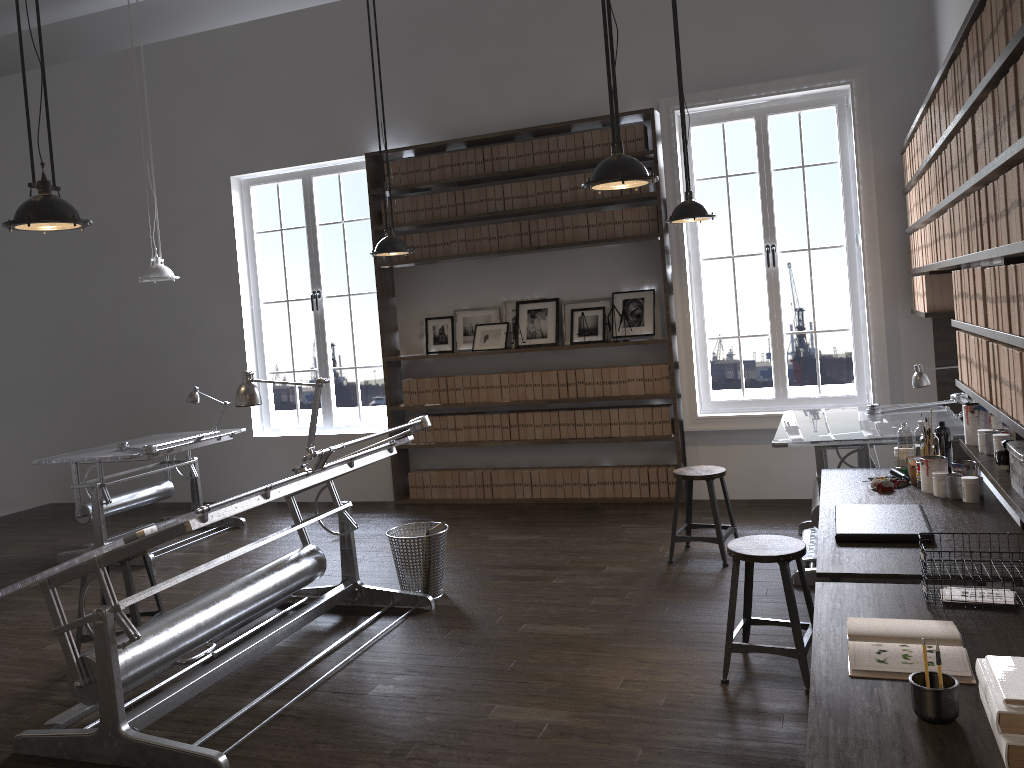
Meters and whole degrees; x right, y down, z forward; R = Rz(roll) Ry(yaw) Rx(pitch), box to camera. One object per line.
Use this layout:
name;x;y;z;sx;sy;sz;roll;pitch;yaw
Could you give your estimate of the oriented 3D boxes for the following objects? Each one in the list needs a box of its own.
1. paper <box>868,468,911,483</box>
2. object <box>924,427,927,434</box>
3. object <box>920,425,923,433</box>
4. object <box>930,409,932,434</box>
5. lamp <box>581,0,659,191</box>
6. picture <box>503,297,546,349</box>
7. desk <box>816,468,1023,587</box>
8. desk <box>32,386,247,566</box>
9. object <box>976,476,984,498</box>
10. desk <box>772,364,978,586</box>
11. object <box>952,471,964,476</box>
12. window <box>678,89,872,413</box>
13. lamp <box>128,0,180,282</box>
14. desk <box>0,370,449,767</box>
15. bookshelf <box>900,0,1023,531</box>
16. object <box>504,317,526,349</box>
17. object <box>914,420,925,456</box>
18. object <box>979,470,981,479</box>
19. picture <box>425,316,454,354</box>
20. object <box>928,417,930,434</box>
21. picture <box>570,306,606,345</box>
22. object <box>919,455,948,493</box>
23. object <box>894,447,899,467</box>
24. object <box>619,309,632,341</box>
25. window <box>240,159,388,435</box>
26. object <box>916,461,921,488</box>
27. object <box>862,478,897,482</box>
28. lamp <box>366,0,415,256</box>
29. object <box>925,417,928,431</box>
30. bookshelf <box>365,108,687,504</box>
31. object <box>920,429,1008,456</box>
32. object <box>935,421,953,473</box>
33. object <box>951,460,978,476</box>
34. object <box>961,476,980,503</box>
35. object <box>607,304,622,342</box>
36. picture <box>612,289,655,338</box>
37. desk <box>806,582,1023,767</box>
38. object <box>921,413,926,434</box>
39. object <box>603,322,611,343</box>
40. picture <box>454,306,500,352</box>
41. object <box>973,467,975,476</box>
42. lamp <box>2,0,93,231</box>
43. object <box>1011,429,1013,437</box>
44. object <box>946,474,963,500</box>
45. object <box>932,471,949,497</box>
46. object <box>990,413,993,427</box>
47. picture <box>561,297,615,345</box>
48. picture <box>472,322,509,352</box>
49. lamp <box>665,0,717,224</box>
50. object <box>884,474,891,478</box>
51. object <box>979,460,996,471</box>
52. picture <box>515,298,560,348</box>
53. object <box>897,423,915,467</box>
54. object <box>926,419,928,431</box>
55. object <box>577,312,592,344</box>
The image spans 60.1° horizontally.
paper;1.667;0.409;3.924;0.137;0.038;0.155;-4;4;5
object;1.811;0.259;3.835;0.044;0.152;0.005;-5;1;-10
object;1.800;0.254;3.852;0.037;0.153;0.005;-4;2;16
object;1.817;0.221;3.838;0.021;0.228;0.007;-4;2;32
lamp;0.347;-1.926;3.564;0.313;2.249;0.311;-5;2;0
picture;0.105;-0.503;7.355;0.369;0.405;0.091;-4;2;20
desk;1.555;0.813;3.411;0.655;0.668;1.674;-4;4;20
desk;-2.670;0.634;6.737;1.170;1.187;1.273;-4;3;20
object;1.832;0.409;3.495;0.054;0.080;0.054;-4;3;21
desk;2.062;0.432;4.951;1.070;1.096;1.273;-4;3;20
object;1.782;0.399;3.534;0.044;0.101;0.045;-4;2;20
window;1.924;-0.926;6.561;1.243;2.306;0.153;-4;2;20
lamp;-2.812;-1.919;6.786;0.313;2.249;0.311;-5;2;0
desk;-1.149;0.613;4.144;1.075;1.384;2.288;-4;4;20
bookshelf;1.410;0.400;1.751;0.373;3.201;9.210;-4;4;20
object;0.022;-0.411;7.190;0.174;0.260;0.040;-4;2;20
object;1.865;0.284;4.019;0.068;0.237;0.069;-4;2;17
object;1.837;0.387;3.477;0.004;0.103;0.035;-4;2;13
picture;-0.621;-0.421;7.638;0.266;0.315;0.058;-4;2;20
object;1.807;0.236;3.833;0.006;0.192;0.055;-4;2;19
picture;0.612;-0.468;7.127;0.289;0.290;0.127;-4;2;20
object;1.747;0.373;3.662;0.104;0.141;0.105;-4;3;13
object;1.815;0.347;4.115;0.068;0.104;0.068;-4;3;25
object;0.882;-0.460;6.929;0.110;0.261;0.040;-4;2;20
window;-1.750;-0.732;8.029;1.481;2.494;0.153;-4;2;20
object;1.734;0.382;3.739;0.049;0.111;0.050;-4;2;17
object;1.625;0.424;3.911;0.156;0.006;0.006;-5;3;0
lamp;-0.921;-2.020;6.101;0.313;2.249;0.311;-5;2;0
object;1.810;0.240;3.853;0.008;0.186;0.071;-4;2;21
bookshelf;0.130;-0.188;7.328;2.470;3.718;0.413;-4;2;20
object;1.911;0.264;3.754;0.344;0.146;0.077;-1;4;43
object;1.945;0.284;3.990;0.068;0.229;0.069;-4;2;17
object;1.831;0.379;3.581;0.094;0.128;0.095;-4;3;24
object;1.775;0.408;3.428;0.062;0.094;0.062;-6;3;-21
object;0.806;-0.475;6.926;0.118;0.304;0.040;-4;2;20
picture;0.960;-0.557;7.009;0.342;0.364;0.161;-4;2;20
desk;0.957;0.991;1.753;0.655;0.668;1.674;-4;4;20
object;1.794;0.230;3.842;0.055;0.214;0.007;-6;2;-35
object;0.743;-0.399;6.915;0.066;0.165;0.040;-4;2;20
picture;-0.297;-0.461;7.499;0.415;0.365;0.083;-4;2;20
object;1.817;0.380;3.483;0.005;0.117;0.036;-4;2;15
lamp;-1.892;-1.731;3.410;0.312;2.249;0.311;-3;2;40
object;2.037;0.223;3.599;0.005;0.117;0.036;-3;2;41
object;1.746;0.406;3.488;0.063;0.093;0.062;-6;3;-21
object;1.724;0.402;3.555;0.062;0.094;0.062;-6;3;-30
object;2.110;0.194;3.851;0.051;0.139;0.050;-4;2;18
picture;0.612;-0.506;7.169;0.433;0.360;0.095;-3;2;20
picture;-0.179;-0.391;7.379;0.299;0.229;0.145;-3;3;20
lamp;1.003;-2.122;5.395;0.313;2.249;0.311;-5;2;0
object;1.631;0.420;3.914;0.172;0.017;0.011;-8;4;-38
object;1.955;0.259;3.461;0.236;0.161;0.107;-6;3;-14
picture;0.205;-0.497;7.263;0.373;0.391;0.149;-4;2;20
object;1.798;0.292;4.043;0.068;0.229;0.069;-4;2;17
object;1.806;0.244;3.860;0.022;0.180;0.005;-3;2;43
object;0.568;-0.440;7.004;0.124;0.260;0.040;-4;2;20
